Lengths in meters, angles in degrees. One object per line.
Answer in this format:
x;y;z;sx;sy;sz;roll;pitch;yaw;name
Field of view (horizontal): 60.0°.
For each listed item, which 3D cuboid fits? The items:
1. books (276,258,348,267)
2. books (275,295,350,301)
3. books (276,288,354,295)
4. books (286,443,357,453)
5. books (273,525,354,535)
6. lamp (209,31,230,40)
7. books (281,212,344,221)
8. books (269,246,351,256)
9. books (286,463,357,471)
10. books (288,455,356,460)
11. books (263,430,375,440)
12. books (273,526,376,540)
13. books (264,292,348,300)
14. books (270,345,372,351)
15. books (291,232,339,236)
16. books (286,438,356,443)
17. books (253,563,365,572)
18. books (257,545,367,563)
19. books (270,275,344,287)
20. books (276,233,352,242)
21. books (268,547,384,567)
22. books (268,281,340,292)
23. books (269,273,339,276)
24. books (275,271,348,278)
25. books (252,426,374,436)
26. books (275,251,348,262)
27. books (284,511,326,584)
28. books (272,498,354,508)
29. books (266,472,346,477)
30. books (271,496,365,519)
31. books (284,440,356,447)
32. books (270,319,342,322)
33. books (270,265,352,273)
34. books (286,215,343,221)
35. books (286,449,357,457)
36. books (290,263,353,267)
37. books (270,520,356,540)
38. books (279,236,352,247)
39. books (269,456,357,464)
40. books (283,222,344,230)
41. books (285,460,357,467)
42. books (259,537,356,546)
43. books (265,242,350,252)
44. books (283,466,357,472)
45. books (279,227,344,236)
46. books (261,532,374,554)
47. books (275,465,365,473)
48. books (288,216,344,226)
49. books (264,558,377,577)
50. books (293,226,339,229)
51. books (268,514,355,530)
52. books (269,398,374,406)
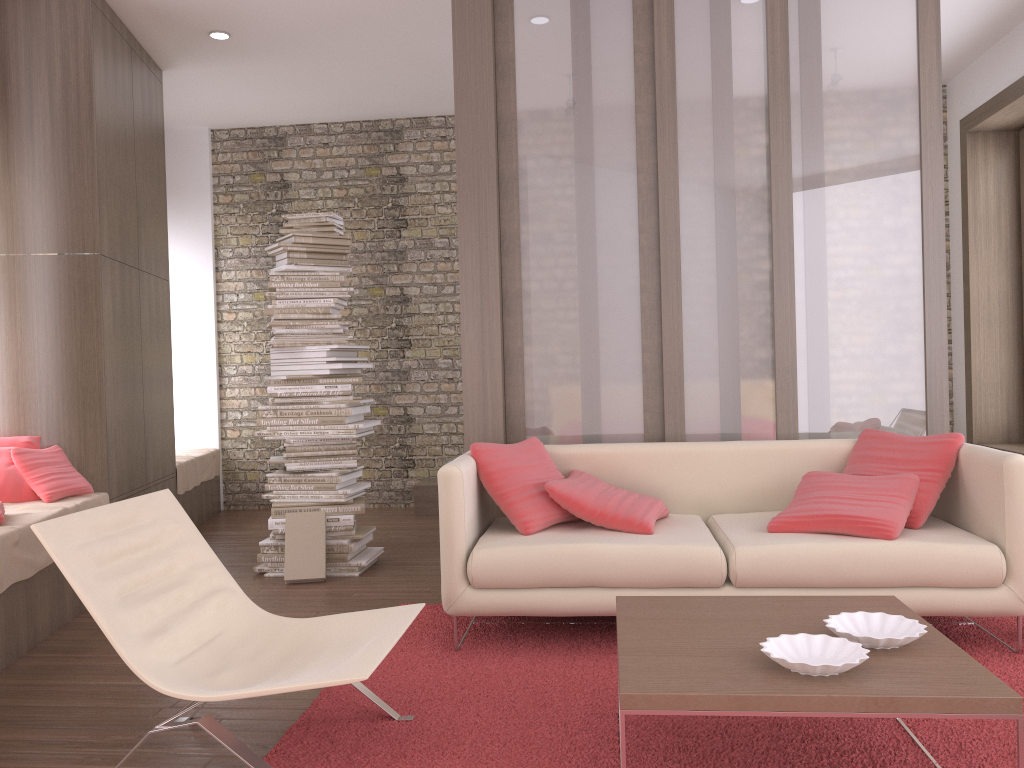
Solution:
-1.192;-0.711;5.275;0.371;0.036;0.211;-2;1;-34;books
-1.177;-0.503;5.228;0.416;0.012;0.324;-2;1;-14;books
-1.171;-0.544;5.262;0.434;0.019;0.324;-2;1;-14;books
-1.127;0.367;5.225;0.396;0.033;0.310;-2;1;-14;books
-1.143;0.821;5.150;0.442;0.025;0.346;-2;1;-9;books
-1.804;-2.152;5.474;0.119;0.010;0.119;-2;1;-14;lamp
-1.180;-0.985;5.255;0.313;0.014;0.204;-2;1;6;books
-1.197;-0.777;5.243;0.412;0.019;0.259;-2;1;-34;books
-1.124;0.475;5.226;0.396;0.024;0.310;-2;1;-14;books
-1.124;0.421;5.245;0.385;0.008;0.274;-2;1;-14;books
-1.126;0.299;5.230;0.542;0.016;0.423;-2;1;6;books
-1.097;0.871;5.193;0.542;0.020;0.320;-2;1;6;books
-1.219;-0.520;5.244;0.470;0.022;0.306;-2;1;-14;books
-1.133;-0.211;5.254;0.500;0.018;0.326;-1;1;26;books
-1.168;-0.875;5.255;0.272;0.023;0.201;-2;1;-14;books
-1.128;0.318;5.224;0.396;0.024;0.310;-2;1;-14;books
-1.141;1.041;5.182;0.612;0.028;0.399;-2;1;6;books
-1.155;0.975;5.174;0.522;0.046;0.410;-2;1;6;books
-1.216;-0.608;5.258;0.416;0.035;0.323;-2;1;-14;books
-1.173;-0.856;5.243;0.366;0.012;0.287;-2;1;-34;books
-1.074;1.010;5.182;0.566;0.025;0.423;-2;1;6;books
-1.228;-0.571;5.235;0.401;0.035;0.315;-2;1;-14;books
-1.226;-0.633;5.236;0.392;0.015;0.306;-2;1;-14;books
-1.191;-0.650;5.264;0.416;0.015;0.245;-2;1;-14;books
-1.170;0.276;5.267;0.612;0.028;0.399;-2;1;6;books
-1.193;-0.749;5.274;0.371;0.036;0.211;-2;1;-34;books
-1.133;0.895;4.875;0.218;0.363;0.246;-2;1;-9;books
-1.158;0.678;5.208;0.450;0.022;0.364;-2;1;-9;books
-1.175;0.519;5.225;0.422;0.016;0.330;-1;1;11;books
-1.122;0.719;5.186;0.518;0.057;0.341;-2;1;-9;books
-1.133;0.340;5.229;0.405;0.018;0.300;-2;1;-14;books
-1.218;-0.373;5.242;0.395;0.009;0.233;-2;1;-19;books
-1.189;-0.670;5.243;0.404;0.026;0.266;-2;1;-34;books
-1.163;-0.974;5.247;0.277;0.008;0.216;-2;1;6;books
-1.126;0.396;5.225;0.396;0.024;0.310;-2;1;-14;books
-1.163;-0.689;5.250;0.351;0.010;0.284;-2;1;-34;books
-1.152;0.850;5.184;0.469;0.028;0.368;-2;1;-9;books
-1.169;-0.829;5.252;0.351;0.036;0.275;-2;1;-34;books
-1.172;0.436;5.222;0.488;0.018;0.296;-2;1;-14;books
-1.174;-0.931;5.256;0.303;0.015;0.202;-2;1;6;books
-1.130;0.453;5.230;0.405;0.018;0.300;-2;1;-14;books
-1.153;0.893;5.174;0.510;0.020;0.399;-2;1;6;books
-1.210;-0.798;5.240;0.435;0.019;0.248;-2;1;-34;books
-1.130;0.490;5.219;0.413;0.006;0.322;-2;1;-14;books
-1.185;-0.898;5.260;0.327;0.023;0.198;-2;1;6;books
-1.131;0.926;5.197;0.542;0.046;0.421;-2;1;6;books
-1.128;0.501;5.237;0.448;0.016;0.264;-1;1;11;books
-1.161;-0.954;5.258;0.260;0.029;0.193;-1;1;21;books
-1.097;1.064;5.144;0.542;0.016;0.423;-2;1;6;books
-1.158;-0.917;5.263;0.258;0.010;0.183;-2;1;-9;books
-1.158;0.779;5.169;0.469;0.057;0.364;-2;1;-9;books
-1.126;0.107;5.278;0.542;0.020;0.320;-2;1;6;books
